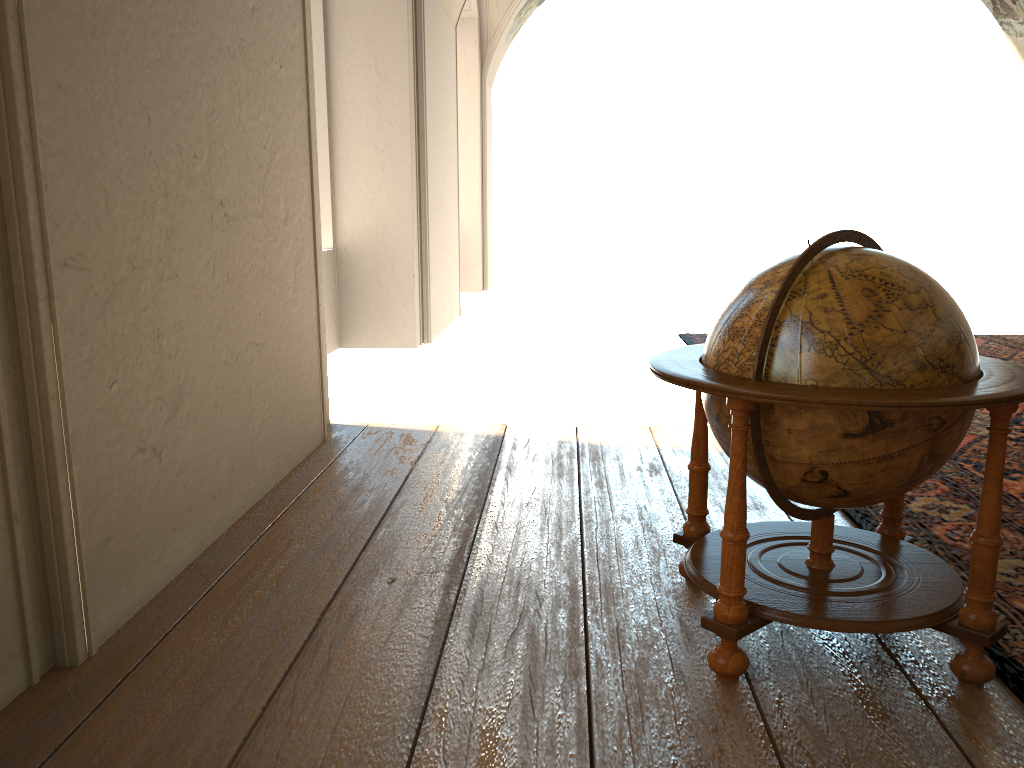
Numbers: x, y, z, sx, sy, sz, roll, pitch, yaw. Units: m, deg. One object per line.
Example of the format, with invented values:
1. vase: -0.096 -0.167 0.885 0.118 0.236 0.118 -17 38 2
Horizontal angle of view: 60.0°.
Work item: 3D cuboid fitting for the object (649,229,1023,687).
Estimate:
1. object: 1.126 0.189 3.149 1.277 1.454 1.276 9 15 40
